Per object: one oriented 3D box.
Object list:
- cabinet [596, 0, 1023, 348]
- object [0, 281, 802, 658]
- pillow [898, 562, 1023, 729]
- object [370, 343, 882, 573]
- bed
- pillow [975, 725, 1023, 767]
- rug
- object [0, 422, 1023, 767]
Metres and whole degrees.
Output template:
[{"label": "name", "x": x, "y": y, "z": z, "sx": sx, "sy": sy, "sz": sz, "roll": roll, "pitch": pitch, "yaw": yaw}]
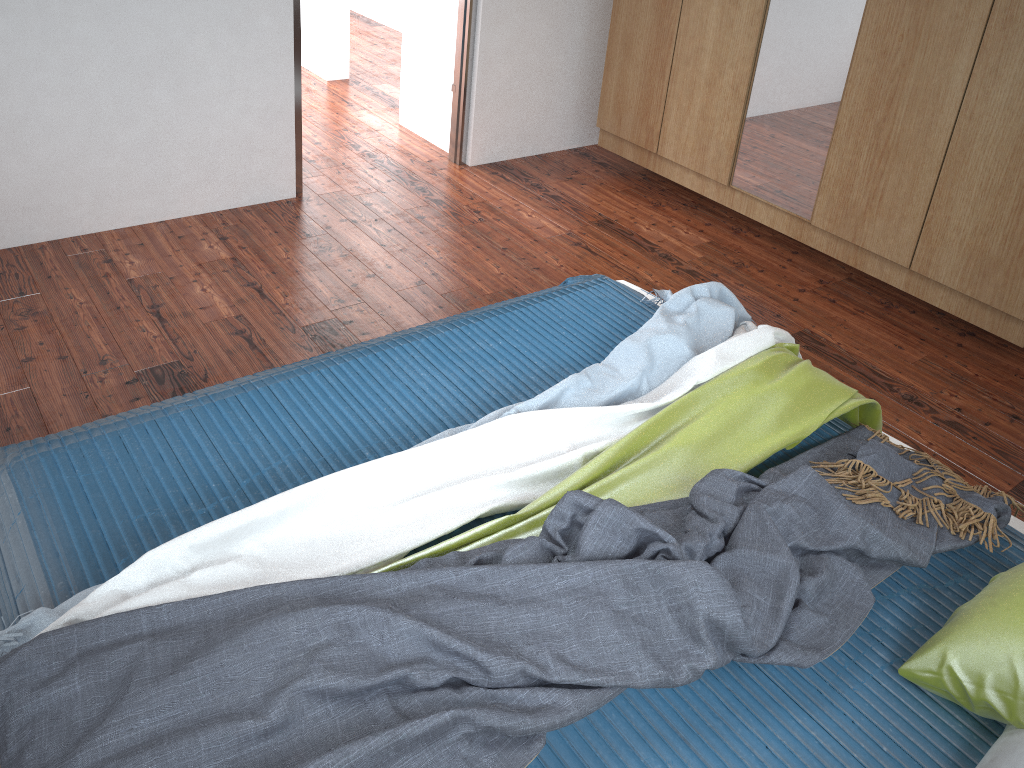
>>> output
[{"label": "cabinet", "x": 1.419, "y": -1.757, "z": 3.436, "sx": 0.595, "sy": 2.236, "sz": 2.321, "roll": -13, "pitch": 35, "yaw": -34}, {"label": "object", "x": -0.053, "y": 0.161, "z": 2.080, "sx": 2.220, "sy": 0.350, "sz": 0.561, "roll": -24, "pitch": 42, "yaw": -38}, {"label": "pillow", "x": 0.603, "y": 0.565, "z": 1.251, "sx": 1.412, "sy": 0.204, "sz": 0.327, "roll": -20, "pitch": 39, "yaw": -34}, {"label": "object", "x": 0.131, "y": 0.402, "z": 1.828, "sx": 2.167, "sy": 0.416, "sz": 0.514, "roll": -23, "pitch": 41, "yaw": -37}, {"label": "bed", "x": 0.230, "y": 0.365, "z": 1.594, "sx": 2.185, "sy": 0.717, "sz": 2.717, "roll": -17, "pitch": 39, "yaw": -32}, {"label": "pillow", "x": 1.034, "y": 0.538, "z": 1.332, "sx": 0.899, "sy": 0.334, "sz": 0.494, "roll": -23, "pitch": 41, "yaw": -37}, {"label": "rug", "x": -0.101, "y": 0.411, "z": 2.073, "sx": 2.777, "sy": 0.045, "sz": 1.896, "roll": -19, "pitch": 40, "yaw": -33}, {"label": "object", "x": 0.232, "y": 0.401, "z": 1.581, "sx": 2.153, "sy": 0.379, "sz": 0.668, "roll": -13, "pitch": 36, "yaw": -27}]
